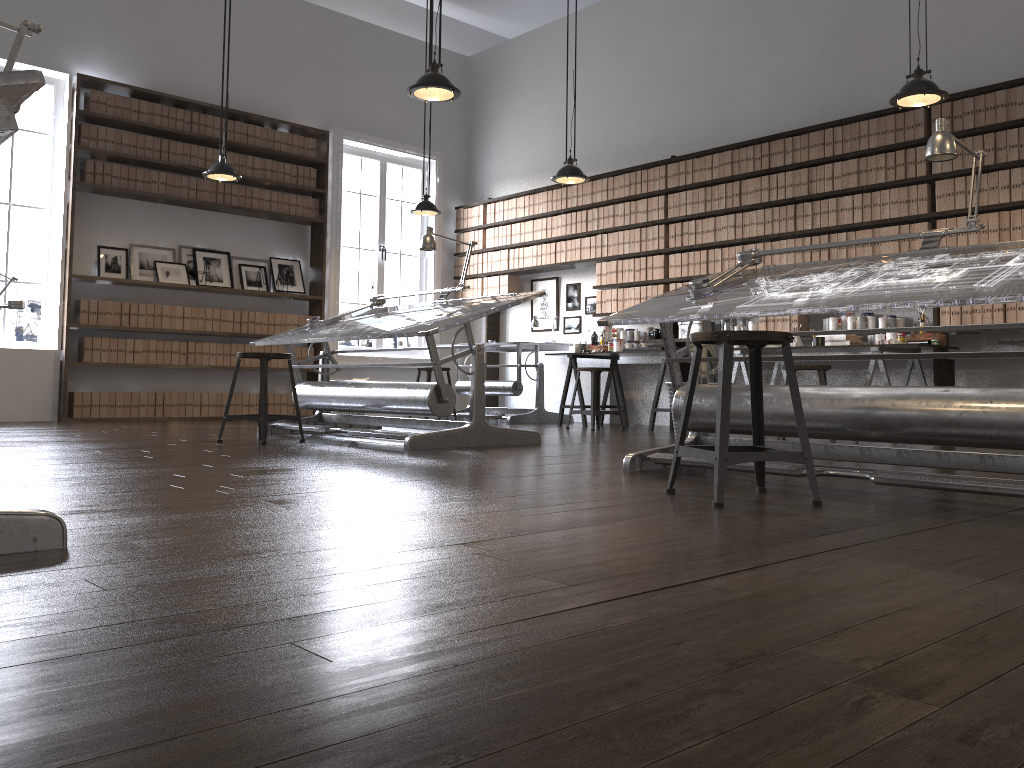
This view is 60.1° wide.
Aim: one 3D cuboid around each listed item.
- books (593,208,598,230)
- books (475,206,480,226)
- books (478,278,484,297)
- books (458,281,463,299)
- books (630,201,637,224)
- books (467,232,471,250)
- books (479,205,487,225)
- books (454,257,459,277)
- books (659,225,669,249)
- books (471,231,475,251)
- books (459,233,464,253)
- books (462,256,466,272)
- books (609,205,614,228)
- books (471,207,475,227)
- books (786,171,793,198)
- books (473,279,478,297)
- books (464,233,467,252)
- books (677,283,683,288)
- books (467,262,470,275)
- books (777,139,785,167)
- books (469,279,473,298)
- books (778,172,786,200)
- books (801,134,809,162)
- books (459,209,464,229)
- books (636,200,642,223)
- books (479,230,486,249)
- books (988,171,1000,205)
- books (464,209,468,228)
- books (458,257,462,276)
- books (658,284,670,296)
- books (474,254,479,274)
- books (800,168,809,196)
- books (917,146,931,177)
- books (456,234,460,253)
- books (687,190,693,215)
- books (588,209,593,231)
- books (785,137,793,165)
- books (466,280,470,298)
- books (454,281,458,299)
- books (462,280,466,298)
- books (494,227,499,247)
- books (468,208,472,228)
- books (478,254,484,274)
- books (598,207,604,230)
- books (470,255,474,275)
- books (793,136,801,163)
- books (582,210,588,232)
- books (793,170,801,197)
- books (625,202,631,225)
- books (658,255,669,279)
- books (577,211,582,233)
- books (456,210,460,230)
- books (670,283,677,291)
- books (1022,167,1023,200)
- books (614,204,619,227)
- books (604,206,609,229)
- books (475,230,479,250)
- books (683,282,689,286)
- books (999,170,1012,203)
[{"bbox_3d":[0.880,-1.611,8.747,0.174,0.226,0.066,3,-4,-42],"label":"books"},{"bbox_3d":[-0.334,-1.906,10.114,0.174,0.226,0.067,3,-4,-42],"label":"books"},{"bbox_3d":[-0.302,-1.076,10.021,0.174,0.226,0.066,3,-4,-42],"label":"books"},{"bbox_3d":[-0.537,-1.078,10.277,0.174,0.226,0.067,3,-4,-42],"label":"books"},{"bbox_3d":[1.204,-1.608,8.392,0.174,0.226,0.066,3,-4,-42],"label":"books"},{"bbox_3d":[-0.429,-1.629,10.204,0.174,0.226,0.066,3,-4,-42],"label":"books"},{"bbox_3d":[-0.284,-1.905,10.061,0.174,0.226,0.066,3,-4,-42],"label":"books"},{"bbox_3d":[-0.587,-1.356,10.352,0.174,0.226,0.067,3,-4,-42],"label":"books"},{"bbox_3d":[1.428,-1.337,8.126,0.174,0.226,0.066,3,-4,-42],"label":"books"},{"bbox_3d":[-0.388,-1.628,10.151,0.174,0.226,0.067,3,-4,-42],"label":"books"},{"bbox_3d":[-0.522,-1.630,10.302,0.174,0.226,0.067,3,-4,-42],"label":"books"},{"bbox_3d":[-0.490,-1.355,10.253,0.174,0.226,0.066,3,-4,-42],"label":"books"},{"bbox_3d":[1.018,-1.609,8.591,0.174,0.226,0.067,3,-4,-42],"label":"books"},{"bbox_3d":[-0.378,-1.906,10.169,0.174,0.226,0.066,3,-4,-42],"label":"books"},{"bbox_3d":[2.295,-1.597,7.178,0.174,0.226,0.066,3,-4,-42],"label":"books"},{"bbox_3d":[-0.353,-1.076,10.072,0.174,0.226,0.066,3,-4,-42],"label":"books"},{"bbox_3d":[-0.472,-1.629,10.250,0.174,0.226,0.066,3,-4,-42],"label":"books"},{"bbox_3d":[1.554,-0.787,7.941,0.174,0.226,0.066,3,-4,-42],"label":"books"},{"bbox_3d":[-0.446,-1.355,10.198,0.174,0.226,0.066,3,-4,-42],"label":"books"},{"bbox_3d":[2.244,-1.875,7.251,0.174,0.226,0.066,3,-4,-42],"label":"books"},{"bbox_3d":[-0.402,-1.077,10.126,0.174,0.226,0.067,3,-4,-42],"label":"books"},{"bbox_3d":[2.245,-1.598,7.231,0.174,0.226,0.067,3,-4,-42],"label":"books"},{"bbox_3d":[2.389,-1.874,7.097,0.174,0.226,0.066,3,-4,-42],"label":"books"},{"bbox_3d":[-0.524,-1.907,10.322,0.174,0.226,0.066,3,-4,-42],"label":"books"},{"bbox_3d":[1.252,-1.607,8.341,0.174,0.226,0.066,3,-4,-42],"label":"books"},{"bbox_3d":[-0.291,-1.627,10.052,0.174,0.226,0.066,3,-4,-42],"label":"books"},{"bbox_3d":[3.313,-1.318,6.032,0.174,0.226,0.066,3,-4,-42],"label":"books"},{"bbox_3d":[-0.473,-1.907,10.271,0.174,0.226,0.066,3,-4,-42],"label":"books"},{"bbox_3d":[-0.537,-1.356,10.306,0.174,0.226,0.066,3,-4,-42],"label":"books"},{"bbox_3d":[1.415,-0.789,8.092,0.174,0.226,0.067,3,-4,-42],"label":"books"},{"bbox_3d":[-0.349,-1.354,10.089,0.174,0.226,0.067,3,-4,-42],"label":"books"},{"bbox_3d":[2.380,-1.596,7.080,0.174,0.226,0.067,3,-4,-42],"label":"books"},{"bbox_3d":[2.997,-1.591,6.402,0.174,0.226,0.066,3,-4,-42],"label":"books"},{"bbox_3d":[-0.566,-1.630,10.357,0.174,0.226,0.066,3,-4,-42],"label":"books"},{"bbox_3d":[1.640,-1.603,7.905,0.174,0.226,0.066,3,-4,-42],"label":"books"},{"bbox_3d":[0.835,-1.611,8.803,0.174,0.226,0.066,3,-4,-42],"label":"books"},{"bbox_3d":[2.295,-1.875,7.199,0.174,0.226,0.066,3,-4,-42],"label":"books"},{"bbox_3d":[-0.441,-1.077,10.176,0.174,0.226,0.066,3,-4,-42],"label":"books"},{"bbox_3d":[-0.583,-1.079,10.337,0.174,0.226,0.066,3,-4,-42],"label":"books"},{"bbox_3d":[-0.483,-1.078,10.226,0.174,0.226,0.066,3,-4,-42],"label":"books"},{"bbox_3d":[-0.108,-1.620,9.840,0.174,0.226,0.067,3,-4,-42],"label":"books"},{"bbox_3d":[-0.424,-1.906,10.222,0.174,0.226,0.066,3,-4,-42],"label":"books"},{"bbox_3d":[-0.295,-1.353,10.038,0.174,0.226,0.066,3,-4,-42],"label":"books"},{"bbox_3d":[0.930,-1.610,8.697,0.174,0.226,0.066,3,-4,-42],"label":"books"},{"bbox_3d":[-0.395,-1.354,10.148,0.174,0.226,0.066,3,-4,-42],"label":"books"},{"bbox_3d":[2.344,-1.874,7.150,0.174,0.226,0.066,3,-4,-42],"label":"books"},{"bbox_3d":[0.781,-1.612,8.855,0.174,0.226,0.067,3,-4,-42],"label":"books"},{"bbox_3d":[2.339,-1.597,7.133,0.174,0.226,0.066,3,-4,-42],"label":"books"},{"bbox_3d":[1.154,-1.608,8.441,0.174,0.226,0.067,3,-4,-42],"label":"books"},{"bbox_3d":[1.421,-1.060,8.104,0.174,0.226,0.067,3,-4,-42],"label":"books"},{"bbox_3d":[0.736,-1.612,8.914,0.174,0.226,0.066,3,-4,-42],"label":"books"},{"bbox_3d":[-0.573,-1.908,10.376,0.174,0.226,0.067,3,-4,-42],"label":"books"},{"bbox_3d":[1.503,-0.788,7.993,0.174,0.226,0.066,3,-4,-42],"label":"books"},{"bbox_3d":[3.450,-1.317,5.880,0.174,0.226,0.066,3,-4,-42],"label":"books"},{"bbox_3d":[1.066,-1.609,8.544,0.174,0.226,0.066,3,-4,-42],"label":"books"},{"bbox_3d":[0.978,-1.610,8.645,0.174,0.226,0.066,3,-4,-42],"label":"books"},{"bbox_3d":[-0.338,-1.628,10.105,0.174,0.226,0.066,3,-4,-42],"label":"books"},{"bbox_3d":[1.604,-0.787,7.892,0.174,0.226,0.066,3,-4,-42],"label":"books"},{"bbox_3d":[3.357,-1.318,5.978,0.174,0.226,0.067,3,-4,-42],"label":"books"}]
